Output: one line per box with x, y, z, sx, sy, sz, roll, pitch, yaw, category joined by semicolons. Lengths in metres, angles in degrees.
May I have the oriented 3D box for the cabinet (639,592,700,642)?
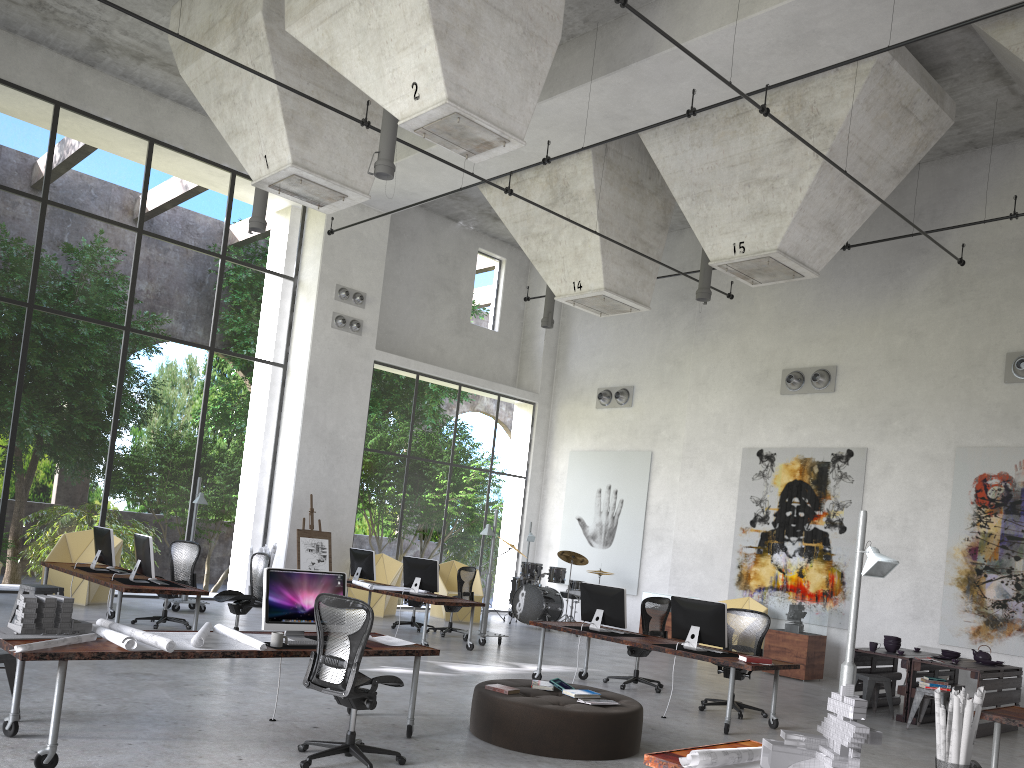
2.865;4.366;16.087;0.752;1.006;0.734;11;-7;-42;cabinet

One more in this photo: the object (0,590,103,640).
-3.119;1.537;5.912;0.433;0.302;0.748;1;-11;37;object

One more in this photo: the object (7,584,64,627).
-5.646;2.679;10.495;0.455;0.528;0.482;3;-7;32;object

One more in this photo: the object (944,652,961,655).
5.657;3.479;11.320;0.229;0.062;0.231;-2;-13;42;object

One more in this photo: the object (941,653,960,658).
5.651;3.506;11.316;0.228;0.047;0.233;5;-10;7;object

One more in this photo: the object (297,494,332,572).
-3.625;3.059;15.873;0.701;2.129;0.682;9;-4;-41;object

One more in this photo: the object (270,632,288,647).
-1.717;1.888;6.485;0.123;0.099;0.088;8;-6;-14;object

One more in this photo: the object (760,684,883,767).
1.428;1.625;4.061;0.362;0.517;0.498;7;-6;-7;object

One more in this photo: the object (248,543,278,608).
-4.509;3.426;15.767;0.438;1.201;0.417;5;-3;25;object

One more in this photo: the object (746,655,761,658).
2.473;2.785;8.982;0.148;0.011;0.011;3;-7;16;object

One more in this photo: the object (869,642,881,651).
4.623;3.351;11.204;0.129;0.108;0.102;1;-8;39;object

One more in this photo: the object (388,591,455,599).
-1.356;3.185;13.234;0.847;0.008;0.698;-2;-13;38;object

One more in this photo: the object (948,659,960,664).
5.346;3.352;10.613;0.137;0.056;0.118;3;-9;23;object

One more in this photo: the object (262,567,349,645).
-1.582;1.741;6.876;0.724;0.548;0.376;13;-8;-41;object

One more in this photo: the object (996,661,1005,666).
6.167;3.529;11.095;0.116;0.056;0.140;5;-9;8;object

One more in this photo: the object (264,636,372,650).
-1.612;2.021;6.861;0.860;0.008;0.688;15;-13;-40;object

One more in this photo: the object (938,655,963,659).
5.651;3.527;11.316;0.294;0.024;0.300;2;-11;25;object

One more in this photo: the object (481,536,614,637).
0.756;4.124;18.067;2.961;1.729;1.910;1;-8;32;object

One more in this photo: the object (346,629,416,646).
-1.109;2.102;7.302;0.476;0.085;0.436;14;-13;-39;object

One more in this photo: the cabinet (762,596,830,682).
4.551;4.076;14.088;0.601;1.246;0.741;10;-5;-42;cabinet

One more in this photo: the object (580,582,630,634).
1.144;2.703;10.590;0.381;0.548;0.714;10;-8;-41;object

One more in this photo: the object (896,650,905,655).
4.894;3.381;11.051;0.116;0.056;0.140;1;-11;33;object

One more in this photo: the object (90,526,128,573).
-5.229;2.150;11.418;0.381;0.548;0.714;10;-8;-41;object

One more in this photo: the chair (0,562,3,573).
-7.729;2.445;12.228;0.936;1.160;0.989;7;-6;-7;chair

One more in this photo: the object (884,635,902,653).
4.925;3.366;11.378;0.216;0.212;0.193;12;-8;-41;object

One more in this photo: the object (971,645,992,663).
6.030;3.458;11.256;0.218;0.230;0.214;0;-8;45;object

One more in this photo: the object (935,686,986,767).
3.620;2.904;7.150;0.322;0.930;0.341;8;-3;-25;object

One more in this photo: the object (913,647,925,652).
5.482;3.591;11.866;0.139;0.056;0.117;11;-10;-27;object

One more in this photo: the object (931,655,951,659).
5.441;3.473;11.141;0.234;0.019;0.238;-3;-14;42;object

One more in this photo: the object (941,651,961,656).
5.654;3.491;11.315;0.228;0.062;0.232;-2;-13;42;object

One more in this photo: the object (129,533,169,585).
-4.281;2.072;10.398;0.381;0.548;0.715;10;-8;-36;object

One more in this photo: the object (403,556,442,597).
-1.328;2.904;13.244;0.712;0.548;0.382;1;-7;39;object

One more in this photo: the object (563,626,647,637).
1.116;2.984;10.580;0.697;0.008;0.849;15;-13;-40;object

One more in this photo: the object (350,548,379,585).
-2.386;2.990;14.379;0.381;0.548;0.714;10;-8;-41;object

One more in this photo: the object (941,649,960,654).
5.652;3.467;11.322;0.232;0.057;0.228;15;-13;-42;object

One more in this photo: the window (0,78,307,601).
-6.547;-0.308;14.798;6.037;7.791;0.067;11;-5;-43;window

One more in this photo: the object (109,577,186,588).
-4.309;2.352;10.387;0.696;0.008;0.850;13;-12;-35;object

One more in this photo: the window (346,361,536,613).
-1.374;2.401;18.767;4.621;4.855;0.020;12;-5;-43;window

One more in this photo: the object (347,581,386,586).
-2.414;3.270;14.369;0.697;0.008;0.849;15;-13;-40;object

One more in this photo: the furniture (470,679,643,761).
0.391;2.930;7.742;1.528;0.425;1.509;14;-12;-40;furniture

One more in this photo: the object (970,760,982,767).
3.762;3.265;7.336;0.397;0.296;0.298;6;-6;1;object

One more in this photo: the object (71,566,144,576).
-5.257;2.430;11.408;0.697;0.008;0.849;15;-13;-40;object

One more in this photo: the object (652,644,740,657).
2.049;2.908;9.579;0.697;0.008;0.849;15;-13;-40;object

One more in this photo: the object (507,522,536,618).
0.310;4.134;19.539;0.581;2.137;0.599;7;-3;-8;object

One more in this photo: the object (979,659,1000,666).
5.969;3.490;10.989;0.228;0.047;0.233;2;-11;25;object

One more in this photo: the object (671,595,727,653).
2.076;2.628;9.589;0.381;0.548;0.714;10;-8;-41;object

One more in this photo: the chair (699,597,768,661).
3.800;4.226;15.098;0.946;1.160;0.977;11;-8;-44;chair
